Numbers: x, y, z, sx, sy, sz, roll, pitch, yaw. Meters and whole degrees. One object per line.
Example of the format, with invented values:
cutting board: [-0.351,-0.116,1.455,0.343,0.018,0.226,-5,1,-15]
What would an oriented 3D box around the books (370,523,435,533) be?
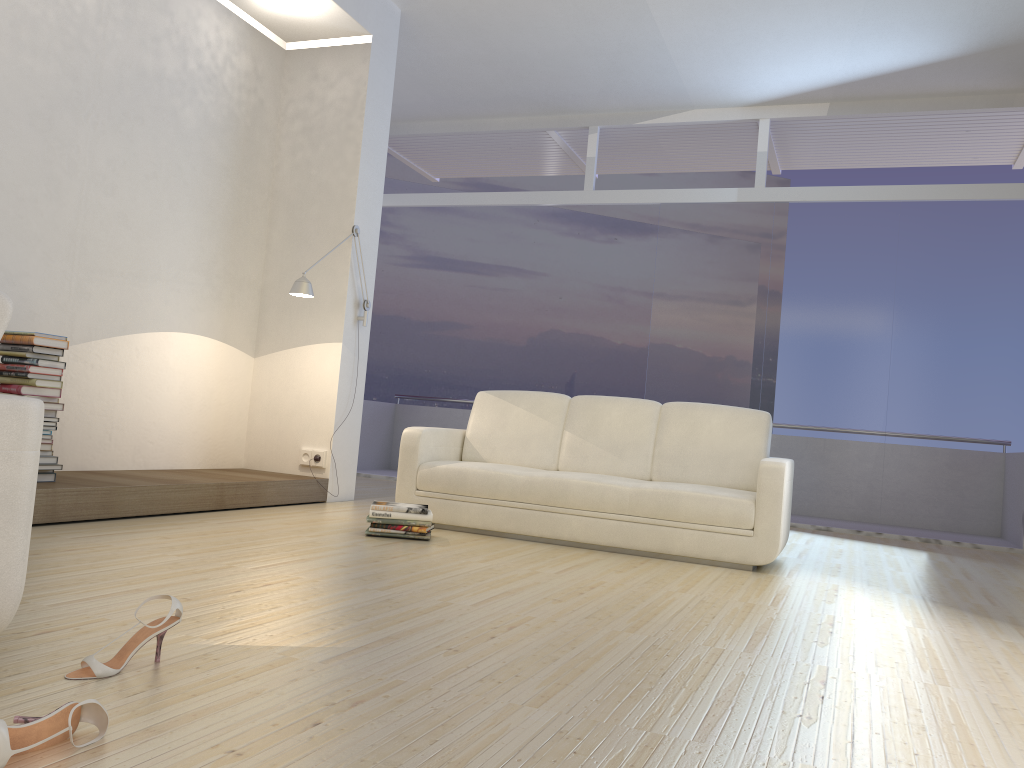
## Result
books: [-0.564,0.736,4.610,0.287,0.025,0.247,5,-3,6]

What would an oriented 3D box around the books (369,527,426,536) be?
books: [-0.591,0.755,4.611,0.287,0.018,0.247,5,-3,-5]

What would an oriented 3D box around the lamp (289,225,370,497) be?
lamp: [-1.244,-0.175,5.805,0.204,1.841,0.891,4,-3,17]

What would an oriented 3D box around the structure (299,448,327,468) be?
structure: [-1.356,0.503,6.028,0.206,0.114,0.028,4,-3,21]

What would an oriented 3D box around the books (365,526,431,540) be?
books: [-0.587,0.773,4.610,0.328,0.018,0.247,5,-3,-3]

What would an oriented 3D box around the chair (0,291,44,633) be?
chair: [-1.640,0.109,1.896,0.919,0.828,0.941,2,-4,41]

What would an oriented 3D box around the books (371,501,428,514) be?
books: [-0.581,0.643,4.616,0.287,0.025,0.247,5,-3,-5]

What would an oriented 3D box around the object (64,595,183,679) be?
object: [-0.857,0.556,1.975,0.089,0.149,0.265,3,-4,34]

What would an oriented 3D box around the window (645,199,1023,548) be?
window: [2.606,-0.185,7.378,2.988,2.706,0.012,4,-3,21]

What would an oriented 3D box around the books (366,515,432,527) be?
books: [-0.581,0.707,4.614,0.328,0.027,0.247,5,-3,-3]

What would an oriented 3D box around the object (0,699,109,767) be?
object: [-0.806,0.572,1.467,0.121,0.091,0.287,4,-3,20]

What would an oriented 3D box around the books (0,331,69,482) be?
books: [-2.294,0.107,4.216,0.329,0.694,0.270,4,-3,21]

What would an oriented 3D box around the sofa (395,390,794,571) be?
sofa: [0.506,0.485,5.205,2.166,0.862,0.941,4,-3,21]

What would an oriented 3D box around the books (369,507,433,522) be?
books: [-0.578,0.674,4.615,0.319,0.038,0.247,5,-3,-8]
